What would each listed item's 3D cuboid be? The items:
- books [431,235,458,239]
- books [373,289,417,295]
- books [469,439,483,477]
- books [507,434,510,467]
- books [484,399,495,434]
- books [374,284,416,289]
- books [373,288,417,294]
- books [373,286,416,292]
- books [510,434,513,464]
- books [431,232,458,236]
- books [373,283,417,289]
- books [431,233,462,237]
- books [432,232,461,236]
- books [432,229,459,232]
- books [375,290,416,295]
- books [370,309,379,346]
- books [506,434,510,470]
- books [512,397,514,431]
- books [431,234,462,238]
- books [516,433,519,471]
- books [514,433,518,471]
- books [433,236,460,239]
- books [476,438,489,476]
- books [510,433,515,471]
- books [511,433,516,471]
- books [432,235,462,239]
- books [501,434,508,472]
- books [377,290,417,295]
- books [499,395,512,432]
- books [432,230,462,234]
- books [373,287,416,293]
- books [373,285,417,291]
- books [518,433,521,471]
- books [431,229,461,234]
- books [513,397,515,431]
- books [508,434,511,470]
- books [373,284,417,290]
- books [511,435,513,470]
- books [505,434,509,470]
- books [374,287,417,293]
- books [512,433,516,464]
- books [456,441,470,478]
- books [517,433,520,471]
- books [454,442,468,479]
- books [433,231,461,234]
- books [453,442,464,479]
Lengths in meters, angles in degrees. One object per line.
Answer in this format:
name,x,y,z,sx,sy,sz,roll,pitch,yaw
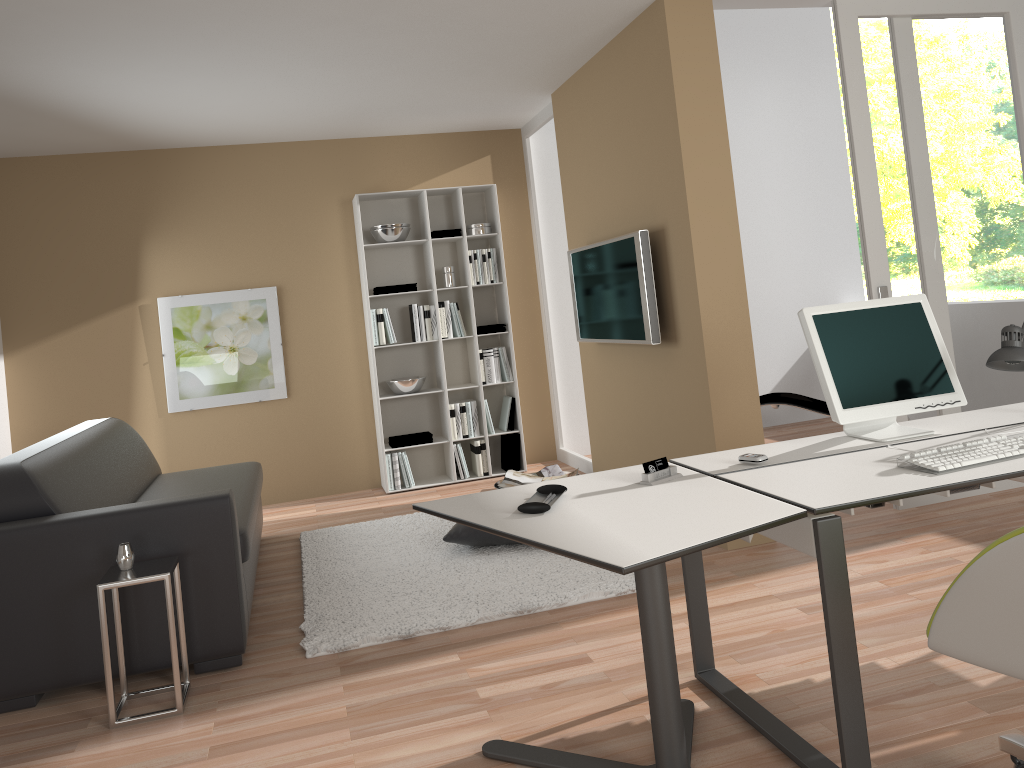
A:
books,-0.519,-1.094,6.602,0.211,0.006,0.297,-8,5,-19
books,-0.859,-0.676,6.465,0.298,0.006,0.210,-8,5,-14
books,-0.263,0.538,6.508,0.040,0.259,0.207,-6,1,-14
books,-0.043,0.506,6.577,0.032,0.271,0.213,-6,1,-14
books,-0.190,0.236,6.553,0.060,0.260,0.207,-6,1,-14
books,-0.860,-0.715,6.466,0.298,0.007,0.210,-8,5,-14
books,-0.862,-0.682,6.465,0.298,0.007,0.210,-8,5,-16
books,-0.861,-0.699,6.464,0.298,0.006,0.210,-7,5,-13
books,-0.020,0.503,6.579,0.032,0.275,0.218,-6,1,-13
books,-0.523,-1.116,6.602,0.211,0.006,0.297,-8,5,-18
books,-0.860,-0.721,6.468,0.298,0.006,0.210,-8,5,-14
books,-0.520,-1.105,6.601,0.211,0.006,0.297,-8,5,-19
books,-0.521,-1.111,6.601,0.211,0.006,0.297,-8,5,-19
books,-0.523,-1.138,6.599,0.211,0.006,0.297,-8,5,-19
books,-0.859,-0.671,6.465,0.298,0.006,0.210,-8,5,-14
books,-1.006,-0.411,6.396,0.040,0.259,0.207,-6,1,-13
books,-0.048,0.507,6.575,0.032,0.271,0.213,-6,1,-14
books,-0.016,0.217,6.629,0.043,0.243,0.218,-6,1,-13
books,-0.520,-1.100,6.604,0.211,0.007,0.297,-8,5,-21
books,0.023,0.500,6.590,0.032,0.270,0.210,-6,1,-13
books,0.012,0.500,6.586,0.032,0.273,0.216,-6,1,-14
books,-0.520,-1.083,6.602,0.211,0.007,0.297,-8,5,-19
books,-0.225,0.532,6.522,0.040,0.259,0.207,-6,1,-14
books,-0.009,0.505,6.582,0.032,0.270,0.210,-6,1,-13
books,-0.004,0.504,6.582,0.032,0.270,0.211,-6,1,-14
books,-0.519,-1.089,6.602,0.211,0.006,0.297,-8,5,-19
books,-0.057,0.511,6.569,0.032,0.270,0.210,-6,1,-13
books,-0.858,-0.665,6.463,0.298,0.007,0.210,-8,5,-14
books,-0.050,0.219,6.623,0.085,0.246,0.207,-6,1,-14
books,-0.520,-1.128,6.604,0.211,0.008,0.297,-8,5,-19
books,-0.859,-0.693,6.466,0.298,0.006,0.210,-8,5,-14
books,-0.862,-0.704,6.470,0.298,0.008,0.210,-8,5,-14
books,0.033,0.499,6.593,0.032,0.270,0.210,-6,1,-13
books,-0.524,-1.132,6.600,0.211,0.007,0.297,-8,5,-19
books,-0.008,0.218,6.631,0.043,0.239,0.210,-6,1,-13
books,-0.036,0.506,6.573,0.032,0.273,0.216,-6,1,-14
books,-0.863,-0.710,6.470,0.298,0.008,0.210,-8,5,-14
books,-0.025,0.507,6.578,0.032,0.270,0.210,-6,1,-13
books,-0.052,0.510,6.569,0.032,0.270,0.211,-6,1,-14
books,-0.859,-0.688,6.466,0.298,0.006,0.210,-8,5,-14
books,0.000,0.500,6.588,0.032,0.271,0.213,-6,1,-14
books,-0.372,0.550,6.498,0.058,0.258,0.207,-6,1,-14
books,0.028,0.497,6.592,0.032,0.275,0.218,-6,1,-13
books,-0.384,0.555,6.478,0.058,0.258,0.207,-6,1,-13
books,-0.519,-1.122,6.603,0.211,0.008,0.297,-8,5,-19
books,-0.411,0.556,6.476,0.060,0.260,0.207,-6,1,-14
